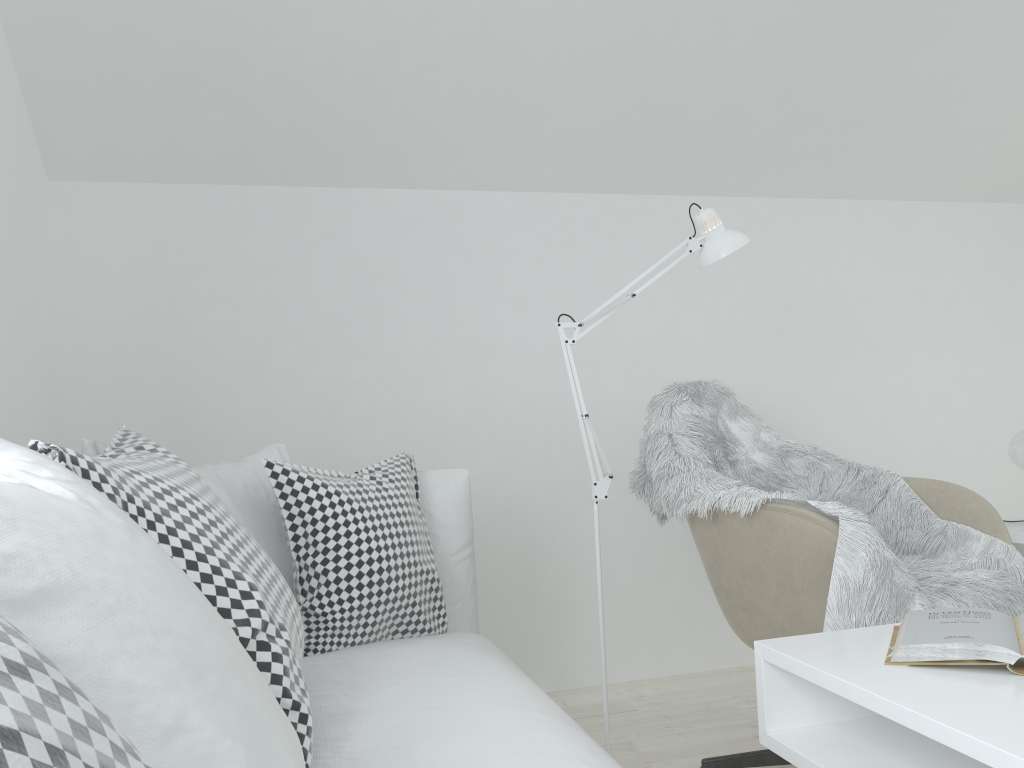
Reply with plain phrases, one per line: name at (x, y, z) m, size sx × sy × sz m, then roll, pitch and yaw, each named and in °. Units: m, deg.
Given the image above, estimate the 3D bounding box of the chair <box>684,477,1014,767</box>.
chair at (0.759, 0.464, 2.199) m, size 0.719 × 0.941 × 0.776 m, roll -1°, pitch -3°, yaw -40°

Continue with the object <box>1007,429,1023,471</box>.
object at (1.498, 0.253, 2.483) m, size 0.185 × 0.279 × 0.185 m, roll -2°, pitch -2°, yaw -21°

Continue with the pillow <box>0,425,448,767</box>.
pillow at (-0.227, 0.281, 0.822) m, size 0.676 × 0.513 × 2.488 m, roll -2°, pitch -2°, yaw -13°

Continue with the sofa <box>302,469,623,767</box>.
sofa at (-0.176, 0.542, 0.822) m, size 0.917 × 0.768 × 2.647 m, roll -2°, pitch -2°, yaw -15°

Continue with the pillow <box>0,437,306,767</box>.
pillow at (-0.363, 0.284, 0.790) m, size 0.391 × 0.505 × 0.599 m, roll -2°, pitch -2°, yaw -15°

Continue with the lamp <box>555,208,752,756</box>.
lamp at (0.355, 0.262, 2.080) m, size 0.527 × 1.373 × 0.196 m, roll -2°, pitch -2°, yaw -11°

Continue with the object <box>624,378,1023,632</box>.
object at (0.756, 0.358, 2.195) m, size 0.784 × 0.789 × 0.954 m, roll -1°, pitch -3°, yaw -35°

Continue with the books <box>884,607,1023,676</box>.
books at (0.727, 0.368, 1.276) m, size 0.342 × 0.040 × 0.231 m, roll -4°, pitch -2°, yaw 27°

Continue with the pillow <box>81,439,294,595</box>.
pillow at (-0.592, 0.342, 1.692) m, size 0.333 × 0.498 × 0.623 m, roll -3°, pitch -2°, yaw 18°
